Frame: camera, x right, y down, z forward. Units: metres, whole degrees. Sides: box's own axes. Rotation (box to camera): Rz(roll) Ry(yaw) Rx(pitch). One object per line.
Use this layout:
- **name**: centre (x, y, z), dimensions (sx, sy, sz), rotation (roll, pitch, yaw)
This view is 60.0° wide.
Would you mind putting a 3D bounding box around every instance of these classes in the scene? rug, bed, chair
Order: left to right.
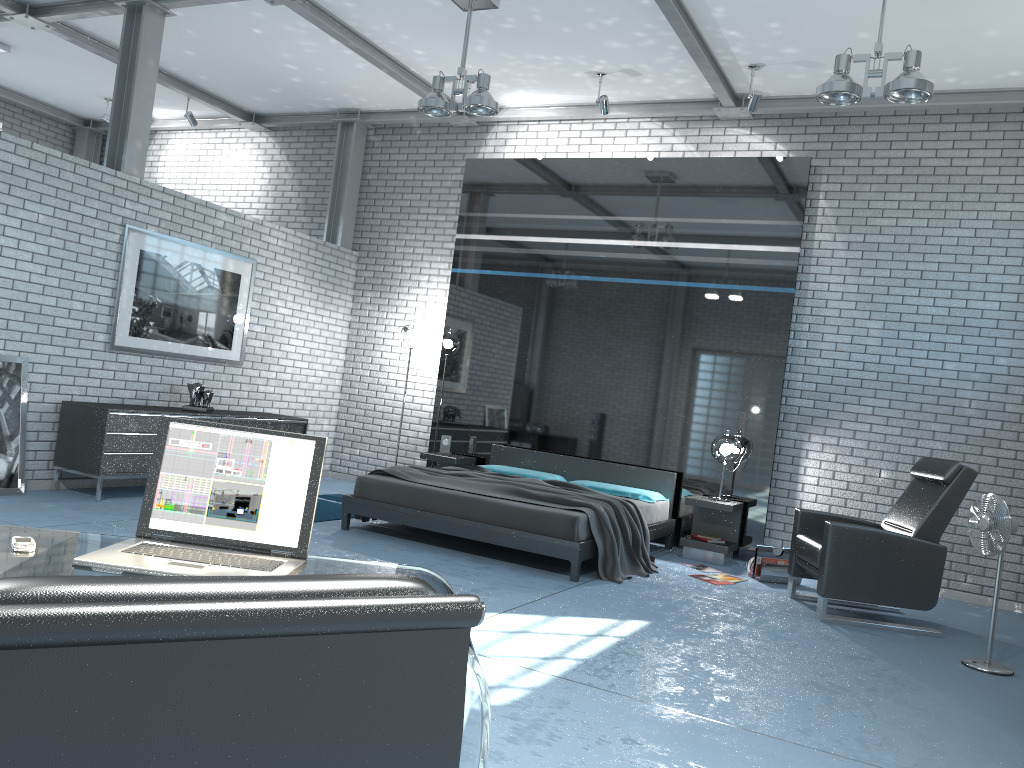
- **chair**: centre (-0.421, 0.625, 0.912), dimensions (0.614, 0.977, 0.629), rotation (8, -1, -34)
- **rug**: centre (-1.708, 1.035, 7.350), dimensions (0.886, 0.012, 2.060), rotation (7, -1, 26)
- **bed**: centre (0.169, 0.948, 7.137), dimensions (2.290, 0.674, 2.261), rotation (7, -1, 26)
- **chair**: centre (2.439, 0.998, 5.893), dimensions (0.940, 1.099, 0.763), rotation (7, -1, 1)

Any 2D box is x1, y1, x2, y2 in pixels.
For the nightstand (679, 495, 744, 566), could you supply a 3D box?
- **nightstand**: centre (1.666, 1.220, 7.424), dimensions (0.400, 0.501, 0.400), rotation (7, -1, 26)

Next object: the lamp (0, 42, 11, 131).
- **lamp**: centre (-5.318, -3.003, 8.892), dimensions (0.639, 0.872, 0.300), rotation (7, -1, 26)

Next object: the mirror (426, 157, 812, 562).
- **mirror**: centre (0.828, -0.388, 8.323), dimensions (3.400, 3.500, 0.050), rotation (7, -1, 26)

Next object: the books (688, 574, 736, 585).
- **books**: centre (1.461, 1.431, 6.483), dimensions (0.214, 0.005, 0.300), rotation (8, -1, -33)

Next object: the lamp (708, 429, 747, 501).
- **lamp**: centre (1.794, 0.678, 7.484), dimensions (0.259, 0.596, 0.250), rotation (7, -1, 35)

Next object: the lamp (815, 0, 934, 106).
- **lamp**: centre (2.148, -2.090, 5.152), dimensions (0.639, 0.872, 0.300), rotation (7, -1, 26)

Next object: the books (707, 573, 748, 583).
- **books**: centre (1.609, 1.450, 6.621), dimensions (0.219, 0.011, 0.297), rotation (7, -1, 38)

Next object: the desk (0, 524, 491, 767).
- **desk**: centre (-0.769, 0.722, 1.751), dimensions (1.358, 0.718, 0.593), rotation (7, -1, -9)

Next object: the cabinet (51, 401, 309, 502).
- **cabinet**: centre (-2.703, 0.568, 7.553), dimensions (0.510, 0.682, 2.250), rotation (7, -1, 26)

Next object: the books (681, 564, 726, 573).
- **books**: centre (1.492, 1.441, 6.940), dimensions (0.214, 0.005, 0.300), rotation (8, -1, -30)

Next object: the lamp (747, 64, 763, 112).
- **lamp**: centre (1.927, -2.360, 7.100), dimensions (0.137, 0.343, 0.161), rotation (7, -1, -4)

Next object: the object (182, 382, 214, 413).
- **object**: centre (-2.661, 0.109, 7.550), dimensions (0.221, 0.237, 0.369), rotation (7, -1, -9)

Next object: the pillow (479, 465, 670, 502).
- **pillow**: centre (0.468, 0.881, 7.897), dimensions (1.810, 0.115, 0.567), rotation (7, -1, 26)

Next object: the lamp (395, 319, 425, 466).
- **lamp**: centre (-1.081, 0.237, 8.796), dimensions (0.250, 1.773, 0.259), rotation (8, -1, -18)

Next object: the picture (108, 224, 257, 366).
- **picture**: centre (-2.807, -0.718, 7.702), dimensions (0.020, 1.015, 1.490), rotation (7, -1, 26)

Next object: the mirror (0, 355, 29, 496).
- **mirror**: centre (-3.652, 0.277, 6.094), dimensions (0.165, 0.978, 0.674), rotation (7, -1, 26)

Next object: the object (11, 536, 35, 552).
- **object**: centre (-0.997, 0.326, 1.809), dimensions (0.044, 0.010, 0.107), rotation (8, -1, -31)

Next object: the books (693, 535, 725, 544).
- **books**: centre (1.647, 1.297, 7.419), dimensions (0.176, 0.021, 0.223), rotation (8, -1, -22)

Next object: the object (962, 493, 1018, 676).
- **object**: centre (2.667, 1.087, 4.868), dimensions (0.258, 0.954, 0.342), rotation (7, -1, -8)

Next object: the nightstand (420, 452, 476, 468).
- **nightstand**: centre (-0.645, 0.938, 8.582), dimensions (0.400, 0.501, 0.400), rotation (7, -1, 26)

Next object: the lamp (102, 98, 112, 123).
- **lamp**: centre (-4.718, -3.188, 10.415), dimensions (0.166, 0.311, 0.137), rotation (8, -1, -39)

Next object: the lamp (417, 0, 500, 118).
- **lamp**: centre (-0.341, -2.394, 6.399), dimensions (0.639, 0.872, 0.300), rotation (7, -1, 26)

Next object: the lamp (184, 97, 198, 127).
- **lamp**: centre (-3.574, -3.038, 9.855), dimensions (0.137, 0.332, 0.167), rotation (7, -1, 16)

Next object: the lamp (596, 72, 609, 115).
- **lamp**: centre (0.781, -2.505, 7.674), dimensions (0.137, 0.332, 0.167), rotation (7, -1, 16)

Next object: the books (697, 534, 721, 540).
- **books**: centre (1.649, 1.281, 7.419), dimensions (0.168, 0.011, 0.118), rotation (7, -1, 32)

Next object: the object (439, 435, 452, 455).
- **object**: centre (-0.647, 0.593, 8.637), dimensions (0.100, 0.184, 0.032), rotation (7, -1, -5)

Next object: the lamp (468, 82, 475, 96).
- **lamp**: centre (-0.362, -2.656, 8.234), dimensions (0.166, 0.311, 0.137), rotation (8, -1, -39)

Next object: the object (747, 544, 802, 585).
- **object**: centre (2.019, 1.378, 6.793), dimensions (0.352, 0.271, 0.236), rotation (7, -1, -9)

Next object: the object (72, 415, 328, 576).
- **object**: centre (-0.622, 0.235, 1.830), dimensions (0.380, 0.288, 0.320), rotation (7, -1, 1)
